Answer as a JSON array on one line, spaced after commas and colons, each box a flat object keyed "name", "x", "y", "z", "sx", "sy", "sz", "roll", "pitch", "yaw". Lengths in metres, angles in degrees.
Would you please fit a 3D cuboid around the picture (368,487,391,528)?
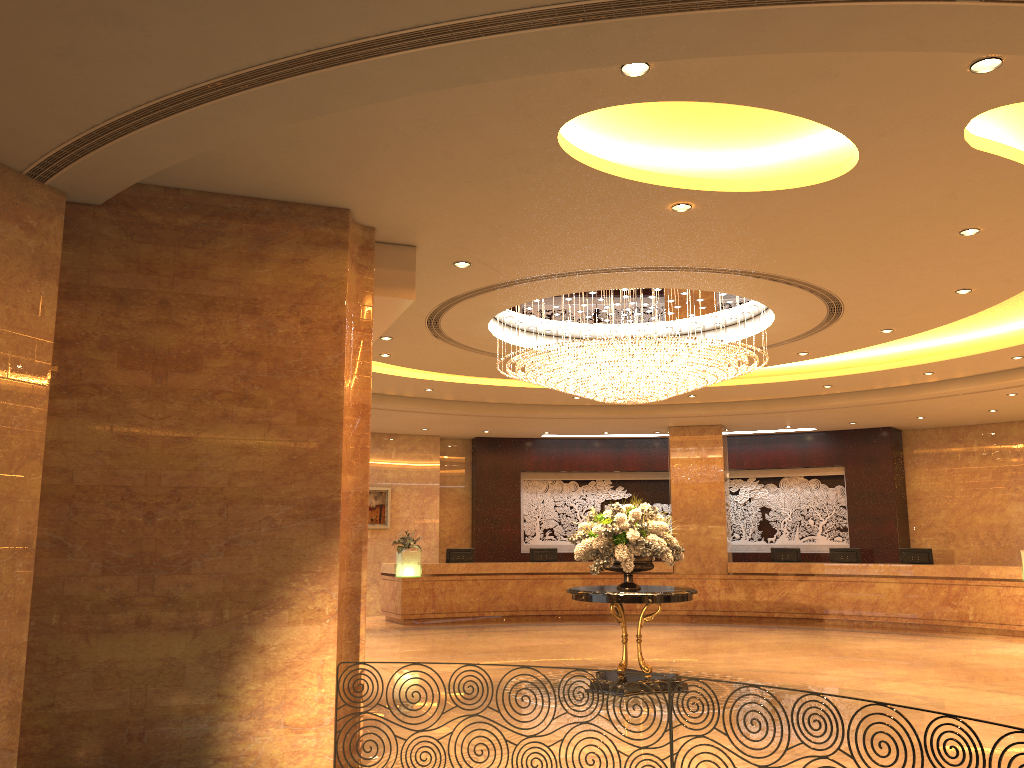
[{"name": "picture", "x": -3.078, "y": 2.710, "z": 19.416, "sx": 0.875, "sy": 0.890, "sz": 0.068, "roll": 5, "pitch": -11, "yaw": -29}]

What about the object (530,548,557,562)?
[{"name": "object", "x": 0.672, "y": 3.747, "z": 18.910, "sx": 0.531, "sy": 0.500, "sz": 0.430, "roll": -6, "pitch": -11, "yaw": 30}]

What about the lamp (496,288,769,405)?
[{"name": "lamp", "x": 1.416, "y": -0.355, "z": 10.663, "sx": 3.206, "sy": 1.196, "sz": 3.204, "roll": -3, "pitch": -10, "yaw": 17}]

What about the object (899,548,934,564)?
[{"name": "object", "x": 7.672, "y": 3.367, "z": 16.815, "sx": 0.430, "sy": 0.500, "sz": 0.531, "roll": 2, "pitch": -10, "yaw": -12}]

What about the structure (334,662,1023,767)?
[{"name": "structure", "x": 0.782, "y": 1.823, "z": 2.541, "sx": 3.815, "sy": 0.995, "sz": 7.624, "roll": 0, "pitch": -10, "yaw": -2}]

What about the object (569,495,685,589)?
[{"name": "object", "x": 1.342, "y": 1.859, "z": 10.282, "sx": 1.277, "sy": 0.999, "sz": 1.318, "roll": -2, "pitch": -10, "yaw": 10}]

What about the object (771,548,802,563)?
[{"name": "object", "x": 5.613, "y": 3.603, "z": 18.156, "sx": 0.430, "sy": 0.500, "sz": 0.531, "roll": 4, "pitch": -11, "yaw": -23}]

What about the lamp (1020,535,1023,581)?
[{"name": "lamp", "x": 8.913, "y": 2.844, "z": 14.861, "sx": 0.532, "sy": 0.897, "sz": 0.606, "roll": 8, "pitch": -13, "yaw": -41}]

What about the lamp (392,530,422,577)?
[{"name": "lamp", "x": -2.088, "y": 3.377, "z": 17.696, "sx": 0.577, "sy": 0.925, "sz": 0.542, "roll": 3, "pitch": -10, "yaw": -18}]

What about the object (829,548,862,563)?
[{"name": "object", "x": 6.620, "y": 3.505, "z": 17.598, "sx": 0.430, "sy": 0.500, "sz": 0.531, "roll": 3, "pitch": -10, "yaw": -17}]

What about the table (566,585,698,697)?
[{"name": "table", "x": 1.373, "y": 2.882, "z": 10.083, "sx": 1.493, "sy": 1.089, "sz": 1.493, "roll": 5, "pitch": -11, "yaw": -26}]

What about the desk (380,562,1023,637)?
[{"name": "desk", "x": 3.756, "y": 4.129, "z": 17.522, "sx": 12.951, "sy": 1.155, "sz": 3.466, "roll": -3, "pitch": -10, "yaw": 14}]

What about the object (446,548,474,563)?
[{"name": "object", "x": -1.091, "y": 3.680, "z": 18.495, "sx": 0.531, "sy": 0.500, "sz": 0.430, "roll": -3, "pitch": -10, "yaw": 17}]

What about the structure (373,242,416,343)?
[{"name": "structure", "x": -1.739, "y": -0.642, "z": 9.511, "sx": 0.425, "sy": 0.483, "sz": 4.113, "roll": 3, "pitch": -10, "yaw": -20}]
